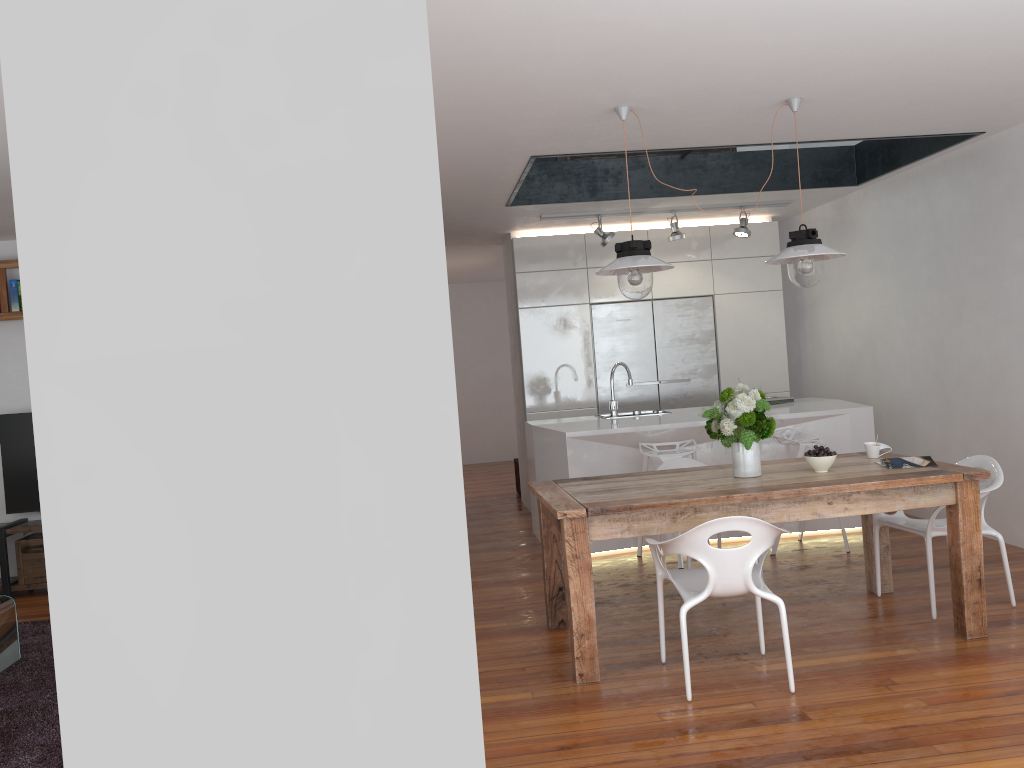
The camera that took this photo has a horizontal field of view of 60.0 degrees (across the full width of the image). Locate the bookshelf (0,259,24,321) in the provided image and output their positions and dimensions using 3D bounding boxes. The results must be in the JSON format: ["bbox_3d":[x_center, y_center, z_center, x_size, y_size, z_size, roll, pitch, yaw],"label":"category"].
[{"bbox_3d":[-3.085,-0.675,6.345,2.983,0.465,0.161,-5,1,-6],"label":"bookshelf"}]

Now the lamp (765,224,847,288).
[{"bbox_3d":[1.400,-0.611,4.237,0.372,0.306,0.372,-6,2,-44],"label":"lamp"}]

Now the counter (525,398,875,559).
[{"bbox_3d":[1.314,0.654,6.427,2.289,0.903,0.956,-5,1,-6],"label":"counter"}]

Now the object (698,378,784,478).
[{"bbox_3d":[1.077,0.201,4.235,0.371,0.476,0.432,-3,2,36],"label":"object"}]

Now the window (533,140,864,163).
[{"bbox_3d":[1.357,-1.687,5.871,2.700,0.035,1.546,-5,1,-6],"label":"window"}]

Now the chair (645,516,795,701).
[{"bbox_3d":[0.855,0.850,3.618,0.577,0.710,0.505,-4,1,-1],"label":"chair"}]

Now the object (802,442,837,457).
[{"bbox_3d":[1.450,0.323,4.172,0.159,0.095,0.141,-5,1,-20],"label":"object"}]

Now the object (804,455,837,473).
[{"bbox_3d":[1.454,0.373,4.173,0.146,0.079,0.146,-4,1,3],"label":"object"}]

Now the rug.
[{"bbox_3d":[-2.655,1.464,3.792,1.895,0.019,3.193,-5,1,-6],"label":"rug"}]

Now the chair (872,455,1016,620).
[{"bbox_3d":[2.153,0.731,4.417,0.505,0.710,0.577,-5,1,-11],"label":"chair"}]

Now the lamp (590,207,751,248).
[{"bbox_3d":[1.287,-1.264,7.169,1.324,0.254,0.154,-5,1,-6],"label":"lamp"}]

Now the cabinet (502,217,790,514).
[{"bbox_3d":[1.239,-0.189,8.329,2.404,2.506,0.946,-5,1,-6],"label":"cabinet"}]

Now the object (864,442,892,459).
[{"bbox_3d":[1.855,0.335,4.505,0.127,0.078,0.082,-4,1,-1],"label":"object"}]

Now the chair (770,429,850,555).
[{"bbox_3d":[1.941,0.692,5.737,0.428,0.765,0.492,-3,2,39],"label":"chair"}]

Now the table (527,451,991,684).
[{"bbox_3d":[1.103,0.807,4.223,1.910,0.735,0.969,-5,1,-6],"label":"table"}]

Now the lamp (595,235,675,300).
[{"bbox_3d":[0.574,-0.546,4.153,0.372,0.306,0.372,-5,1,-11],"label":"lamp"}]

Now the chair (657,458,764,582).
[{"bbox_3d":[1.086,0.797,5.077,0.577,0.710,0.505,-5,1,-16],"label":"chair"}]

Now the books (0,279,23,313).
[{"bbox_3d":[-1.835,-1.635,6.700,5.671,1.974,0.733,-5,1,-17],"label":"books"}]

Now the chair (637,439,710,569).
[{"bbox_3d":[1.039,0.762,5.717,0.492,0.765,0.428,-4,1,4],"label":"chair"}]

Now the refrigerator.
[{"bbox_3d":[1.311,0.158,7.884,1.119,1.811,0.142,-5,1,-6],"label":"refrigerator"}]

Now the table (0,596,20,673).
[{"bbox_3d":[-2.819,1.286,4.303,0.565,0.337,0.551,-5,1,-6],"label":"table"}]

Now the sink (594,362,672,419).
[{"bbox_3d":[0.887,0.113,6.625,0.492,0.570,0.459,-5,1,-6],"label":"sink"}]

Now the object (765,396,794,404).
[{"bbox_3d":[1.905,0.126,6.686,0.298,0.036,0.325,-5,1,-16],"label":"object"}]

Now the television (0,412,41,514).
[{"bbox_3d":[-2.958,0.556,6.290,1.230,0.786,0.298,-5,1,-6],"label":"television"}]

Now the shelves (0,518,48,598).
[{"bbox_3d":[-2.913,1.179,6.299,3.473,0.506,0.414,-5,1,-6],"label":"shelves"}]

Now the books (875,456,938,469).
[{"bbox_3d":[1.867,0.364,4.209,0.218,0.035,0.267,-4,1,9],"label":"books"}]
